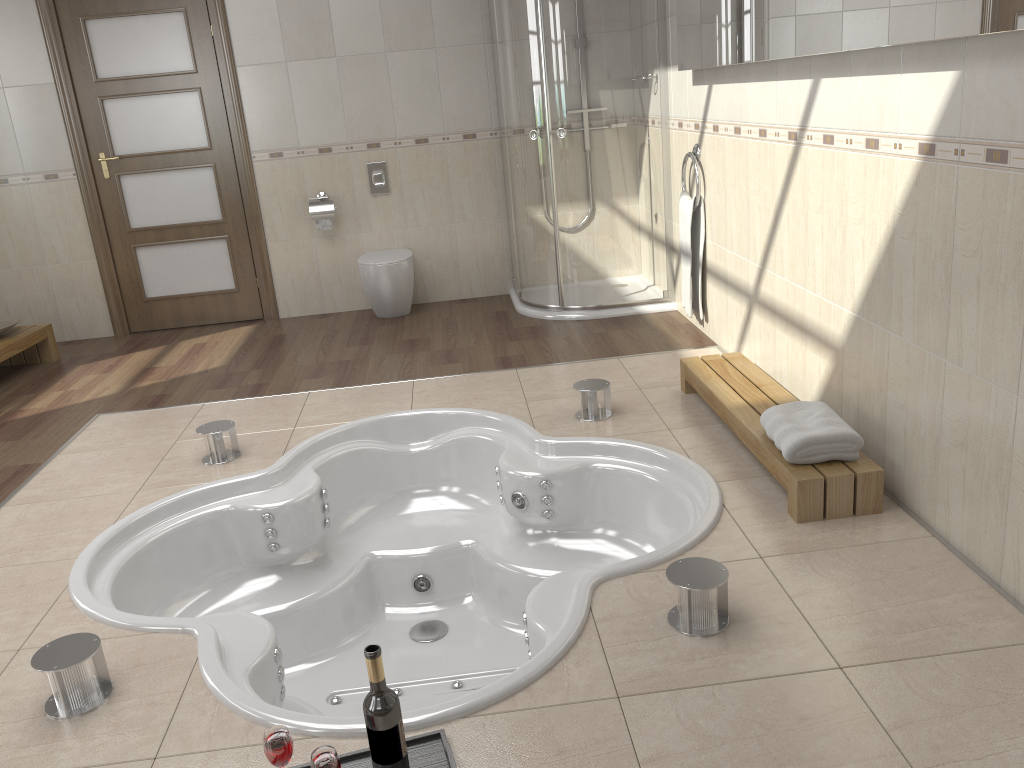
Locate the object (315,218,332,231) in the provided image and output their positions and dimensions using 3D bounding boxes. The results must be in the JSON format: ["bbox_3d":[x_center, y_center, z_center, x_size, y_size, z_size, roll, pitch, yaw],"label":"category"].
[{"bbox_3d":[-1.185,-1.047,5.577,0.098,0.151,0.090,-6,18,-3],"label":"object"}]

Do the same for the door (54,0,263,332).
[{"bbox_3d":[-2.160,-1.346,5.523,0.861,2.026,0.102,-7,18,-5],"label":"door"}]

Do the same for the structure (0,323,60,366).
[{"bbox_3d":[-3.044,-0.007,4.636,0.620,0.220,1.450,-5,18,2],"label":"structure"}]

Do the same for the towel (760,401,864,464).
[{"bbox_3d":[0.926,0.144,2.782,0.233,0.099,0.331,-5,18,1],"label":"towel"}]

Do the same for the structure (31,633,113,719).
[{"bbox_3d":[-1.035,0.685,2.090,0.150,0.131,0.150,-5,18,1],"label":"structure"}]

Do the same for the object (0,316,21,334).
[{"bbox_3d":[-3.034,-0.285,5.006,0.487,0.076,0.487,11,24,40],"label":"object"}]

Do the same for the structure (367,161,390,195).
[{"bbox_3d":[-0.850,-1.304,5.626,0.120,0.200,0.010,-6,18,-3],"label":"structure"}]

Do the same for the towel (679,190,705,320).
[{"bbox_3d":[0.913,-0.657,4.518,0.083,0.635,0.280,-6,18,-3],"label":"towel"}]

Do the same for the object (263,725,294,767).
[{"bbox_3d":[-0.441,0.734,1.705,0.055,0.153,0.055,-9,18,-10],"label":"object"}]

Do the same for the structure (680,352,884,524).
[{"bbox_3d":[0.904,0.137,3.196,0.260,0.140,1.280,-6,18,-3],"label":"structure"}]

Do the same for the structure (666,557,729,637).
[{"bbox_3d":[0.454,0.519,2.170,0.150,0.131,0.150,-3,18,6],"label":"structure"}]

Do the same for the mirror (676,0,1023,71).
[{"bbox_3d":[0.925,-1.238,2.450,0.005,0.600,3.600,-6,18,-3],"label":"mirror"}]

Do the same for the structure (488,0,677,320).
[{"bbox_3d":[0.383,-1.420,5.229,0.900,1.917,0.900,-6,18,-3],"label":"structure"}]

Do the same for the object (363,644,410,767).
[{"bbox_3d":[-0.246,0.637,1.697,0.070,0.307,0.070,-18,22,-35],"label":"object"}]

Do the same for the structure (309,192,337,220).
[{"bbox_3d":[-1.187,-1.124,5.577,0.170,0.151,0.154,-6,18,-3],"label":"structure"}]

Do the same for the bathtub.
[{"bbox_3d":[-0.320,0.737,2.960,1.754,0.674,1.751,10,24,39],"label":"bathtub"}]

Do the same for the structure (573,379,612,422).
[{"bbox_3d":[0.326,0.064,3.593,0.150,0.131,0.150,-10,19,-13],"label":"structure"}]

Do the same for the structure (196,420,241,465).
[{"bbox_3d":[-1.162,0.231,3.513,0.150,0.131,0.150,-19,22,-36],"label":"structure"}]

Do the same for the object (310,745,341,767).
[{"bbox_3d":[-0.337,0.746,1.638,0.055,0.153,0.055,-9,18,-10],"label":"object"}]

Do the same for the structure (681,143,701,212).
[{"bbox_3d":[0.900,-1.024,4.407,0.051,0.332,0.291,-6,18,-3],"label":"structure"}]

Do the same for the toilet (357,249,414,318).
[{"bbox_3d":[-0.772,-0.618,5.585,0.337,0.388,0.519,-6,18,-3],"label":"toilet"}]

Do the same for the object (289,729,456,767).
[{"bbox_3d":[-0.304,0.791,1.705,0.400,0.040,0.250,-10,19,-13],"label":"object"}]
